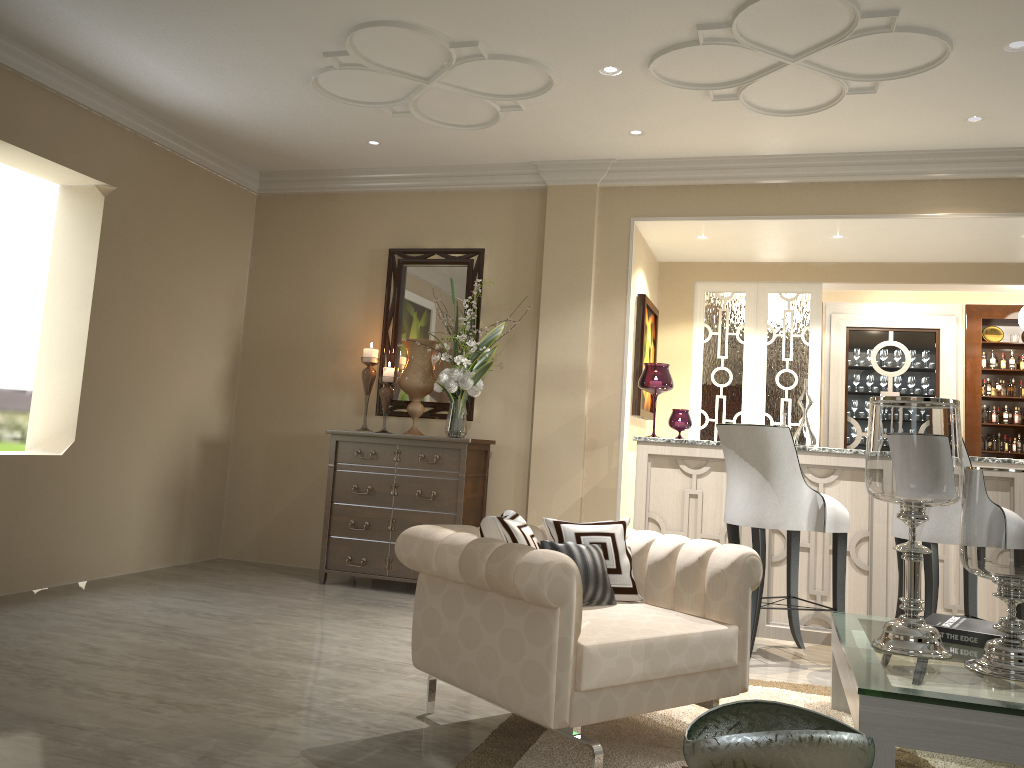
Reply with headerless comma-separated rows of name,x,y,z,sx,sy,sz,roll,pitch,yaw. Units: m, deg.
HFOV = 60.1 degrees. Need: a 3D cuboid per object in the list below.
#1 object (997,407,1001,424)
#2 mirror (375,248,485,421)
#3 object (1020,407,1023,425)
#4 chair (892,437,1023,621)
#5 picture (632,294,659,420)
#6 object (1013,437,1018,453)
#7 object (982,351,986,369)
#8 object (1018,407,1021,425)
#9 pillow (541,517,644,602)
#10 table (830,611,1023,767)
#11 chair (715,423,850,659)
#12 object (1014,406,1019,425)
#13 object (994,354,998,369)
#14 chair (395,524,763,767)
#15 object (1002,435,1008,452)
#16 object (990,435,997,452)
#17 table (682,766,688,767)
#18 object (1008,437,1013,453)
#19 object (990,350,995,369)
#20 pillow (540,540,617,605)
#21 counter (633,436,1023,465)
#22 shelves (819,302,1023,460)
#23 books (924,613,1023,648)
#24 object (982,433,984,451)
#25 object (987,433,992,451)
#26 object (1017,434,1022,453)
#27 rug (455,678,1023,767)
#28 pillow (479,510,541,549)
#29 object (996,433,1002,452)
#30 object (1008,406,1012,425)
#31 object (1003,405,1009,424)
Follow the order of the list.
object,3.662,0.239,6.666,0.039,0.133,0.038,1,-7,20
mirror,-0.473,-0.298,5.138,0.601,1.000,0.035,2,-7,17
object,3.821,0.243,6.646,0.044,0.143,0.043,3,-7,6
chair,1.721,0.685,3.479,0.541,0.957,0.455,5,-6,-8
picture,0.801,-0.144,5.290,0.049,0.697,0.592,2,-6,17
object,3.722,0.453,6.550,0.033,0.115,0.032,2,-7,15
object,3.573,-0.179,6.709,0.033,0.138,0.032,3,-7,7
object,3.777,0.239,6.598,0.032,0.138,0.032,5,-7,-13
pillow,0.246,0.542,2.705,0.299,0.271,0.197,5,-6,-13
table,1.528,0.917,2.256,1.301,0.347,1.051,2,-4,17
chair,1.093,0.657,3.669,0.541,0.957,0.455,6,-7,-18
object,3.743,0.236,6.574,0.032,0.138,0.032,7,-7,-26
object,3.672,-0.165,6.735,0.044,0.125,0.043,4,-7,1
chair,0.187,0.707,2.504,0.846,0.556,0.709,7,-6,-38
object,3.673,0.444,6.594,0.039,0.133,0.039,9,-8,-38
object,3.594,0.444,6.608,0.044,0.125,0.043,4,-7,-4
table,0.482,0.857,1.602,0.385,0.157,0.334,2,-5,17
object,3.724,0.458,6.618,0.034,0.116,0.034,8,-8,-32
object,3.634,-0.182,6.696,0.038,0.149,0.038,9,-9,-38
pillow,0.190,0.547,2.543,0.250,0.188,0.128,7,-7,-36
counter,1.756,0.328,4.128,2.339,0.021,0.376,3,-4,17
shelves,2.952,0.370,6.847,3.000,2.001,0.182,2,-7,17
books,1.408,0.739,2.603,0.351,0.044,0.258,1,-5,35
object,3.557,0.442,6.706,0.033,0.138,0.032,2,-7,11
object,3.615,0.442,6.688,0.044,0.143,0.043,2,-7,16
object,3.783,0.444,6.604,0.038,0.149,0.037,5,-7,-7
rug,1.282,0.997,1.698,2.972,0.022,2.656,3,-4,17
pillow,0.010,0.493,2.489,0.185,0.252,0.281,3,-5,10
object,3.662,0.440,6.656,0.038,0.149,0.037,5,-7,-15
object,3.727,0.236,6.640,0.044,0.143,0.043,4,-7,-4
object,3.686,0.228,6.605,0.038,0.149,0.037,1,-7,21
